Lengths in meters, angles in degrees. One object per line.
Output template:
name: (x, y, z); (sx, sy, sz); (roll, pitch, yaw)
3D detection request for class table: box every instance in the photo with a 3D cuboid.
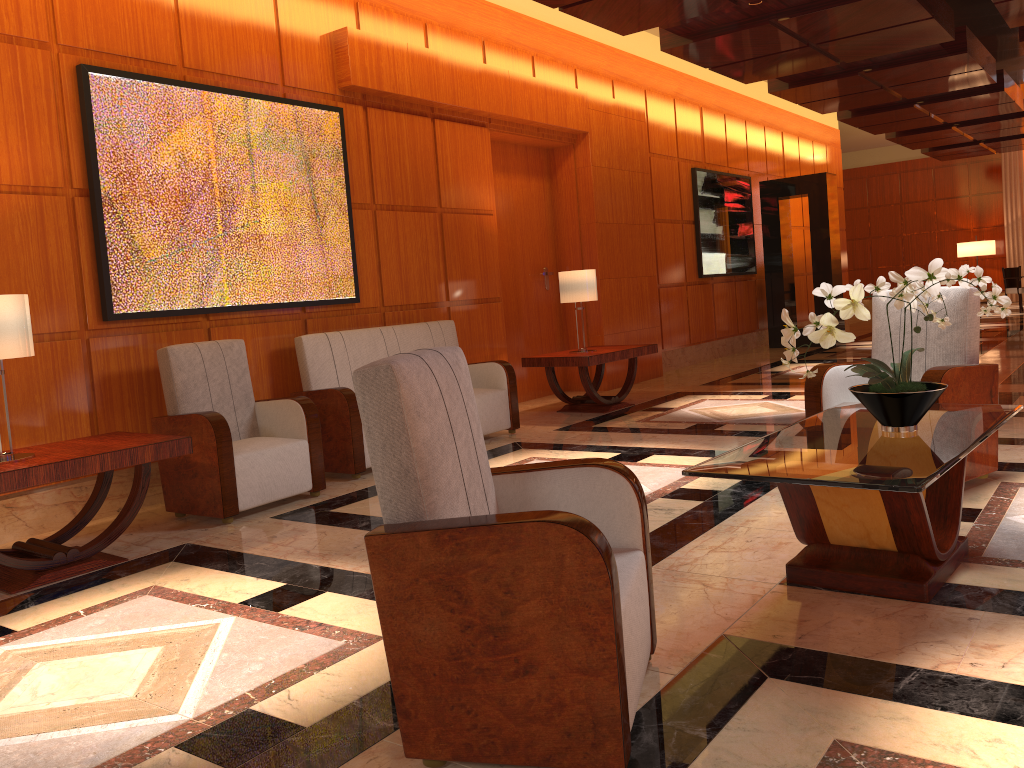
table: (0.748, -0.040, 8.137); (0.724, 0.533, 1.171); (-1, 7, 39)
table: (-2.181, 0.593, 4.099); (0.724, 0.533, 1.171); (-1, 7, 39)
table: (1.326, 0.427, 3.233); (0.722, 0.495, 1.565); (0, 7, 39)

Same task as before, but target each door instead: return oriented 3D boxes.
door: (0.182, -1.142, 8.986); (0.340, 2.645, 1.505); (-2, 5, 36)

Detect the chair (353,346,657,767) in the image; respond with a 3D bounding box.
chair: (0.013, 0.376, 2.327); (0.628, 0.958, 0.740); (-3, 4, 15)

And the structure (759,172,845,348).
structure: (4.322, -1.810, 13.188); (0.985, 2.492, 0.502); (-2, 4, 36)

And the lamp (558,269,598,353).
lamp: (1.135, -0.067, 1.702); (0.335, 0.732, 13.034); (-5, 6, -4)

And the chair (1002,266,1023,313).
chair: (9.935, -1.856, 17.306); (0.585, 0.892, 0.577); (-6, 4, -16)

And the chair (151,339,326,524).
chair: (-1.588, 0.225, 5.102); (0.628, 0.958, 0.740); (-2, 5, 35)

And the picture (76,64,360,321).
picture: (-1.805, -1.207, 5.843); (0.056, 1.448, 2.003); (-2, 5, 36)

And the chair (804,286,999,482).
chair: (1.997, -0.002, 4.555); (0.630, 0.958, 0.738); (-7, 5, -35)

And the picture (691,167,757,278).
picture: (3.024, -2.250, 12.501); (0.056, 1.448, 2.003); (-2, 5, 36)

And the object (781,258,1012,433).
object: (1.397, -0.140, 3.262); (0.788, 0.616, 0.419); (-3, 4, 13)

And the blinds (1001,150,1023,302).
blinds: (13.445, -4.027, 20.276); (3.851, 4.054, 0.149); (-1, 5, 36)

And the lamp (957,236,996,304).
lamp: (11.177, -2.736, 21.292); (0.811, 1.657, 0.812); (-5, 4, -14)

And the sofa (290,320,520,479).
sofa: (-0.734, 0.034, 6.472); (0.612, 0.930, 1.805); (-1, 6, 37)
